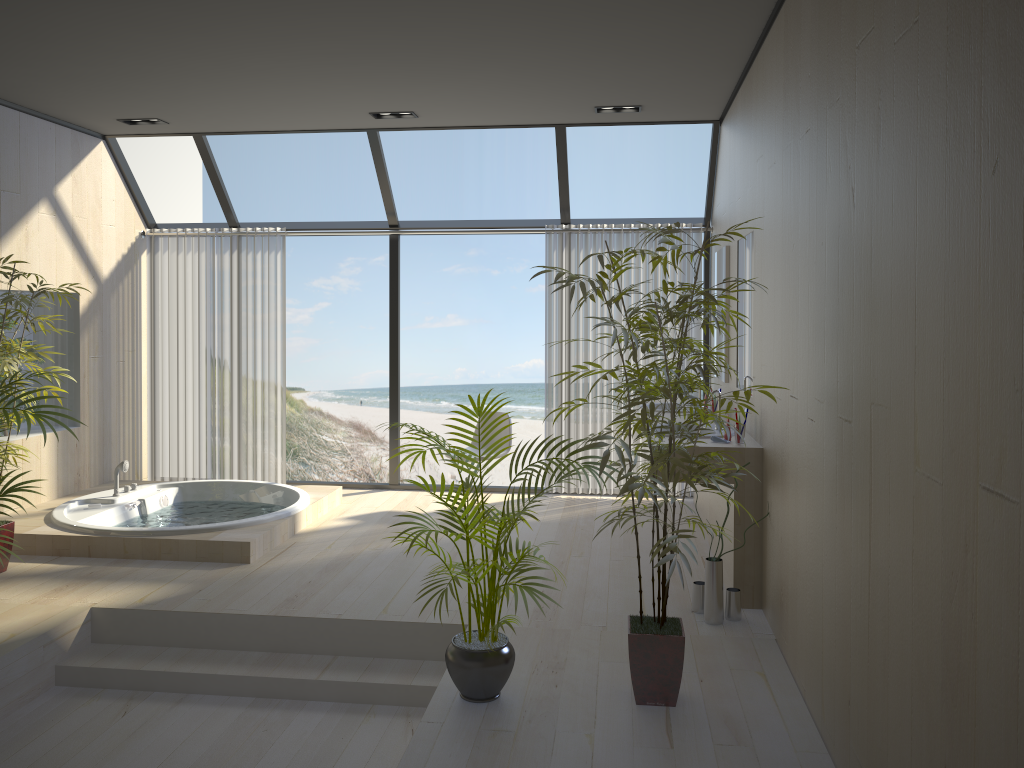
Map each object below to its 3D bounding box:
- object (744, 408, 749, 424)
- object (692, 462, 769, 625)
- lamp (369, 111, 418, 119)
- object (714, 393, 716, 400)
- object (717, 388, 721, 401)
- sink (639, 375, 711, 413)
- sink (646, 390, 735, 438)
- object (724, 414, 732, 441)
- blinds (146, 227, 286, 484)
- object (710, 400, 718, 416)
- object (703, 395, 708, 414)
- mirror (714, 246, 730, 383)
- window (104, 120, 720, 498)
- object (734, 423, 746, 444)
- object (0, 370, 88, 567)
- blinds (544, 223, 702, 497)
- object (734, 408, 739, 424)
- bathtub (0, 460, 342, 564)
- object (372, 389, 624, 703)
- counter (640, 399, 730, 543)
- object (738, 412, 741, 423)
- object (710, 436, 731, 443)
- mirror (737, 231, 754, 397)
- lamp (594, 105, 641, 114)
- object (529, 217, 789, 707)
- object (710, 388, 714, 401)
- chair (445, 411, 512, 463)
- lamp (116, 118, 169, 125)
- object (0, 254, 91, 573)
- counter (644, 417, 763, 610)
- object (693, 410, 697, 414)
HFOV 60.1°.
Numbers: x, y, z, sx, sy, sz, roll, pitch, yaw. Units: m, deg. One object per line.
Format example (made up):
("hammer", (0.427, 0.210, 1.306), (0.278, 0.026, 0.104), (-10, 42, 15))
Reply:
("object", (1.137, 0.206, 4.357), (0.054, 0.175, 0.012), (1, 1, 32))
("object", (1.039, 0.725, 4.110), (0.407, 0.748, 0.274), (0, 1, -5))
("lamp", (-0.797, -1.864, 5.970), (0.301, 0.112, 0.164), (1, 3, 7))
("object", (1.314, 0.123, 5.741), (0.039, 0.134, 0.039), (-1, 2, -34))
("object", (1.286, 0.114, 5.554), (0.054, 0.175, 0.012), (1, 1, 32))
("sink", (1.116, 0.147, 6.017), (0.504, 0.419, 0.575), (1, 3, 11))
("sink", (0.966, 0.239, 4.820), (0.504, 0.419, 0.575), (1, 3, 11))
("object", (1.088, 0.222, 4.460), (0.039, 0.134, 0.039), (-1, 2, -41))
("blinds", (-2.386, -0.226, 7.178), (1.183, 2.068, 0.084), (0, 1, 7))
("object", (1.273, 0.154, 5.563), (0.058, 0.100, 0.058), (1, 2, 14))
("object", (1.237, 0.130, 5.657), (0.039, 0.134, 0.039), (-1, 2, -34))
("mirror", (1.401, -0.465, 5.920), (0.023, 0.867, 0.654), (0, 2, 7))
("window", (-0.785, -0.533, 6.778), (4.560, 2.811, 0.746), (1, 1, 7))
("object", (1.124, 0.246, 4.367), (0.058, 0.100, 0.058), (1, 2, 17))
("object", (-2.287, 0.444, 3.624), (1.065, 1.344, 0.875), (0, 2, -4))
("blinds", (0.844, -0.186, 6.775), (1.183, 2.068, 0.084), (0, 1, 7))
("object", (1.102, 0.205, 4.345), (0.050, 0.178, 0.012), (-1, 2, -44))
("bathtub", (-2.274, 0.885, 5.912), (1.821, 0.697, 1.651), (1, 4, 7))
("object", (-0.159, 0.565, 3.272), (0.917, 1.155, 0.751), (2, 3, 41))
("counter", (1.166, 0.559, 6.052), (0.550, 0.789, 1.208), (0, 3, 7))
("object", (1.165, 0.215, 4.544), (0.039, 0.134, 0.039), (-1, 2, -41))
("object", (1.035, 0.275, 4.400), (0.032, 0.029, 0.104), (-3, 5, -42))
("mirror", (1.300, -0.386, 4.889), (0.023, 0.867, 0.654), (0, 2, 7))
("lamp", (0.693, -1.846, 5.784), (0.301, 0.112, 0.164), (1, 3, 7))
("object", (0.589, 0.285, 3.216), (0.787, 1.754, 0.936), (1, 2, 32))
("object", (1.252, 0.113, 5.542), (0.050, 0.178, 0.012), (-1, 2, -44))
("chair", (-0.229, 0.394, 6.566), (0.369, 0.347, 0.455), (2, 4, 36))
("lamp", (-2.581, -1.886, 6.193), (0.301, 0.112, 0.164), (1, 3, 7))
("object", (-2.900, 0.154, 4.786), (0.787, 1.754, 0.936), (1, 2, 32))
("counter", (1.016, 0.651, 4.855), (0.550, 0.789, 1.208), (0, 3, 7))
("object", (1.185, 0.183, 5.596), (0.032, 0.029, 0.104), (-3, 5, -42))
